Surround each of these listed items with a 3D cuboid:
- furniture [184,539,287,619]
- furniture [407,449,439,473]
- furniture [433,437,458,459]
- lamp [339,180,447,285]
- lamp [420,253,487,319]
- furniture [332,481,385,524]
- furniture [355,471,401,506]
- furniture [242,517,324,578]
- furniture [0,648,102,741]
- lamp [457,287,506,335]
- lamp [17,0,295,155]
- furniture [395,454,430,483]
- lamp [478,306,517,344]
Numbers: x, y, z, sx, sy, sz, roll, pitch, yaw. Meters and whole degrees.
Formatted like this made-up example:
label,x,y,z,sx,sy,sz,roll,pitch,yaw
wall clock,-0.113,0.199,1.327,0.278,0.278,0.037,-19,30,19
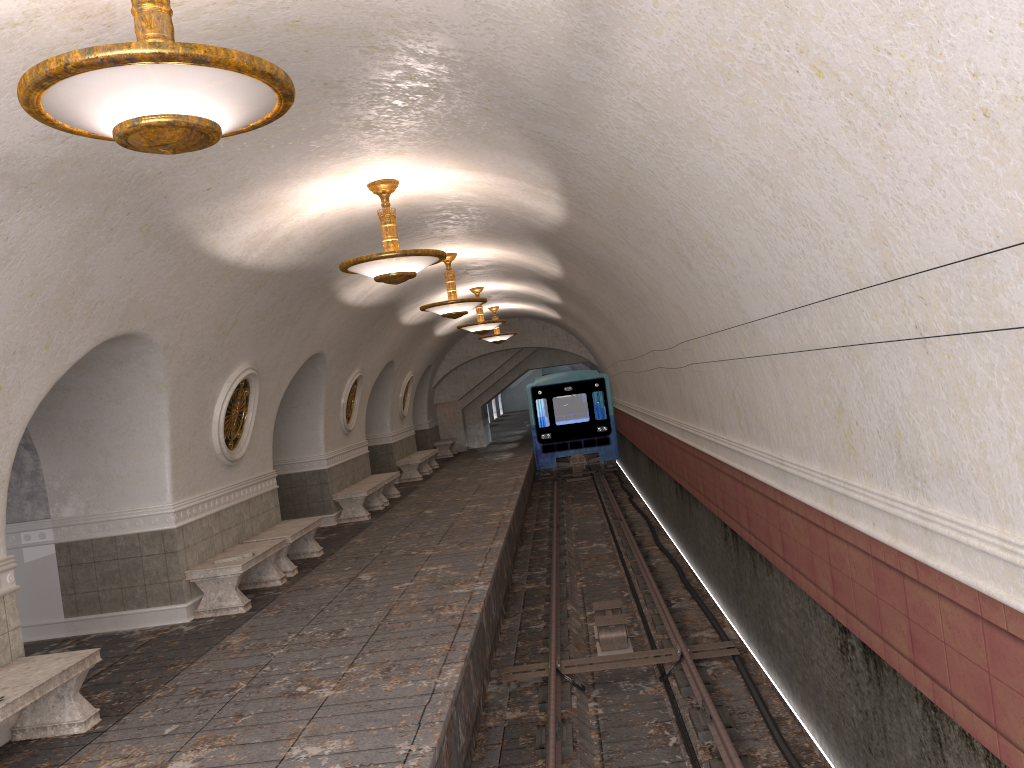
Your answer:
label,x,y,z,sx,sy,sz,roll,pitch,yaw
furniture,-3.021,2.150,9.911,0.613,0.508,1.509,-8,0,3
furniture,-2.322,2.063,23.558,0.613,0.508,1.509,-8,0,3
furniture,-2.086,2.034,28.172,0.613,0.508,1.509,-8,0,3
lamp,-1.148,-1.404,8.323,1.008,0.955,1.008,-8,0,-13
lamp,-0.901,-1.434,13.147,1.008,0.955,1.008,-8,0,19
furniture,-2.713,2.112,15.924,0.613,0.508,1.509,-8,0,3
furniture,-2.627,2.101,17.603,0.613,0.508,1.509,-8,0,3
furniture,-2.935,2.140,11.590,0.613,0.508,1.509,-8,0,3
furniture,-3.242,2.178,5.589,0.613,0.508,1.509,-8,0,3
lamp,-0.654,-1.465,17.969,1.008,0.955,1.008,-8,0,19
lamp,-1.396,-1.373,3.467,1.008,0.955,1.008,-8,0,-13
furniture,-2.408,2.074,21.878,0.613,0.508,1.509,-8,0,3
lamp,-0.407,-1.496,22.792,1.008,0.955,1.008,-8,0,-41
